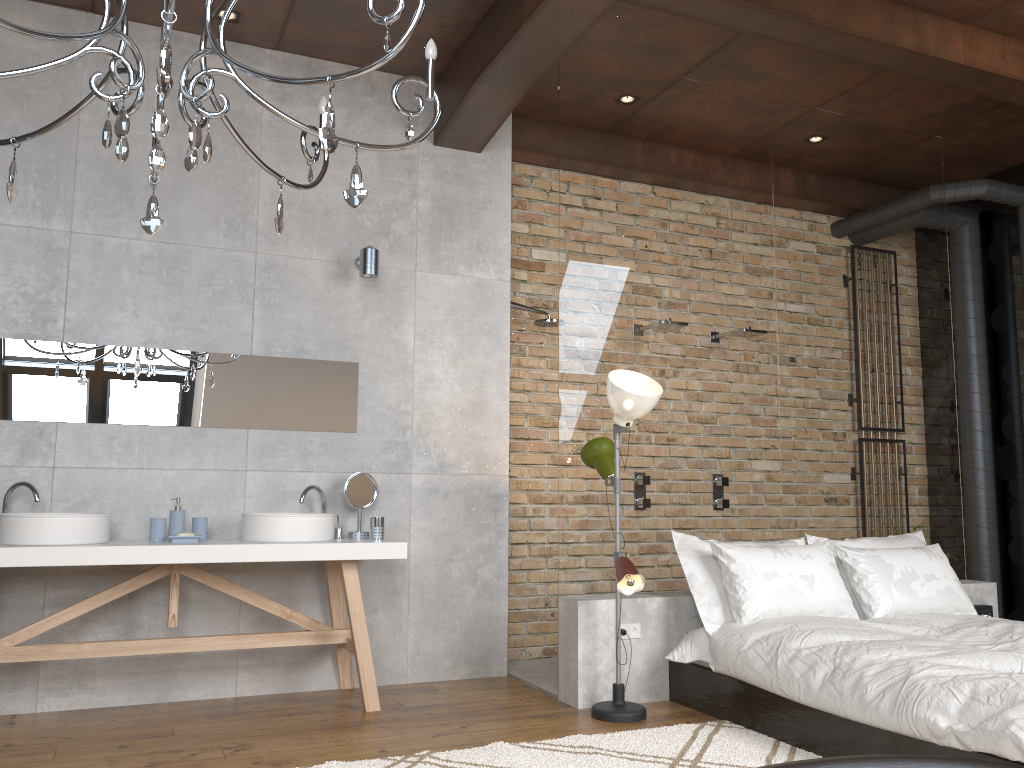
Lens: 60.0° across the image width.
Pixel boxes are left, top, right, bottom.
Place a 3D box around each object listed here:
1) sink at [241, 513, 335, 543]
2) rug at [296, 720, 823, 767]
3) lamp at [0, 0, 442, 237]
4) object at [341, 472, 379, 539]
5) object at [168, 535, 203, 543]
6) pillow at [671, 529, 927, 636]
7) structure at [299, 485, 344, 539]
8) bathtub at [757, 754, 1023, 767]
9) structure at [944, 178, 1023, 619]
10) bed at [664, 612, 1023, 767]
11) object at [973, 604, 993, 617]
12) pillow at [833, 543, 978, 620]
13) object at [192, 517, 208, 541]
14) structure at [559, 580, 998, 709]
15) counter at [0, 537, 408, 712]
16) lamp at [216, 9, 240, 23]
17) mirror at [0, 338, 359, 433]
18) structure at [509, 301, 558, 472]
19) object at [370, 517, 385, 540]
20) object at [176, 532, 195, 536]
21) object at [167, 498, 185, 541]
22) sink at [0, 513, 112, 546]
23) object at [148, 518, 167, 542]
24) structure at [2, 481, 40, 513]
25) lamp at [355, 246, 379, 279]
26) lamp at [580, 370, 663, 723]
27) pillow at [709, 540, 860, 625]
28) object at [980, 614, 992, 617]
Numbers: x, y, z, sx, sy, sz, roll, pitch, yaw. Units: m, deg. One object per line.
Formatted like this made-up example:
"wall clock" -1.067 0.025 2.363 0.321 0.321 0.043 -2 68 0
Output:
"sink" -1.079 0.689 4.280 0.445 0.128 0.442 -4 -8 30
"rug" -0.157 1.298 2.517 3.139 0.019 1.726 4 -8 -23
"lamp" -0.902 -1.308 2.365 1.409 1.594 1.409 1 -7 -1
"object" -0.784 0.624 4.577 0.118 0.338 0.192 -3 -8 23
"object" -1.493 0.708 4.049 0.147 0.031 0.100 3 -8 -21
"pillow" 1.635 1.017 4.635 1.746 0.517 0.358 4 -8 -24
"structure" -0.973 0.645 4.474 0.242 0.268 0.141 4 -8 -28
"bathtub" 0.148 0.734 0.583 0.872 0.652 1.811 -5 -9 39
"structure" 3.032 0.226 6.226 0.829 3.140 1.189 4 -8 -23
"bed" 2.153 1.264 3.785 2.300 0.442 2.169 4 -8 -23
"object" 2.729 1.377 5.151 0.116 0.178 0.067 3 -8 -20
"pillow" 2.055 1.037 4.634 0.748 0.385 0.291 4 -8 -23
"object" -1.479 0.687 4.196 0.075 0.108 0.075 1 -7 -3
"structure" 1.564 1.366 4.820 2.820 0.494 0.206 4 -8 -23
"counter" -1.543 1.104 4.026 2.011 0.765 0.630 4 -8 -23
"lamp" -1.425 -1.857 4.441 0.115 0.027 0.113 4 -8 -23
"mirror" -1.669 0.019 4.380 1.838 0.377 0.007 4 -8 -23
"structure" 0.113 0.426 5.331 0.457 2.005 0.217 4 -8 -27
"object" -0.674 0.721 4.436 0.073 0.111 0.073 5 -8 -31
"object" -1.492 0.694 4.051 0.084 0.035 0.067 3 -8 -21
"object" -1.576 0.636 4.173 0.076 0.201 0.076 5 -8 -30
"sink" -2.000 0.632 3.885 0.445 0.128 0.442 7 -10 -41
"object" -1.618 0.667 4.053 0.075 0.108 0.075 -1 -7 12
"structure" -2.222 0.567 3.938 0.242 0.268 0.141 3 -8 -18
"lamp" -0.780 -0.640 4.739 0.101 0.168 0.243 4 -8 -23
"lamp" 0.484 0.723 4.149 0.270 1.582 0.561 4 -8 -26
"pillow" 1.327 0.968 4.323 0.744 0.397 0.276 4 -8 -23
"object" 2.637 1.325 4.908 0.170 0.094 0.160 2 -7 -12
